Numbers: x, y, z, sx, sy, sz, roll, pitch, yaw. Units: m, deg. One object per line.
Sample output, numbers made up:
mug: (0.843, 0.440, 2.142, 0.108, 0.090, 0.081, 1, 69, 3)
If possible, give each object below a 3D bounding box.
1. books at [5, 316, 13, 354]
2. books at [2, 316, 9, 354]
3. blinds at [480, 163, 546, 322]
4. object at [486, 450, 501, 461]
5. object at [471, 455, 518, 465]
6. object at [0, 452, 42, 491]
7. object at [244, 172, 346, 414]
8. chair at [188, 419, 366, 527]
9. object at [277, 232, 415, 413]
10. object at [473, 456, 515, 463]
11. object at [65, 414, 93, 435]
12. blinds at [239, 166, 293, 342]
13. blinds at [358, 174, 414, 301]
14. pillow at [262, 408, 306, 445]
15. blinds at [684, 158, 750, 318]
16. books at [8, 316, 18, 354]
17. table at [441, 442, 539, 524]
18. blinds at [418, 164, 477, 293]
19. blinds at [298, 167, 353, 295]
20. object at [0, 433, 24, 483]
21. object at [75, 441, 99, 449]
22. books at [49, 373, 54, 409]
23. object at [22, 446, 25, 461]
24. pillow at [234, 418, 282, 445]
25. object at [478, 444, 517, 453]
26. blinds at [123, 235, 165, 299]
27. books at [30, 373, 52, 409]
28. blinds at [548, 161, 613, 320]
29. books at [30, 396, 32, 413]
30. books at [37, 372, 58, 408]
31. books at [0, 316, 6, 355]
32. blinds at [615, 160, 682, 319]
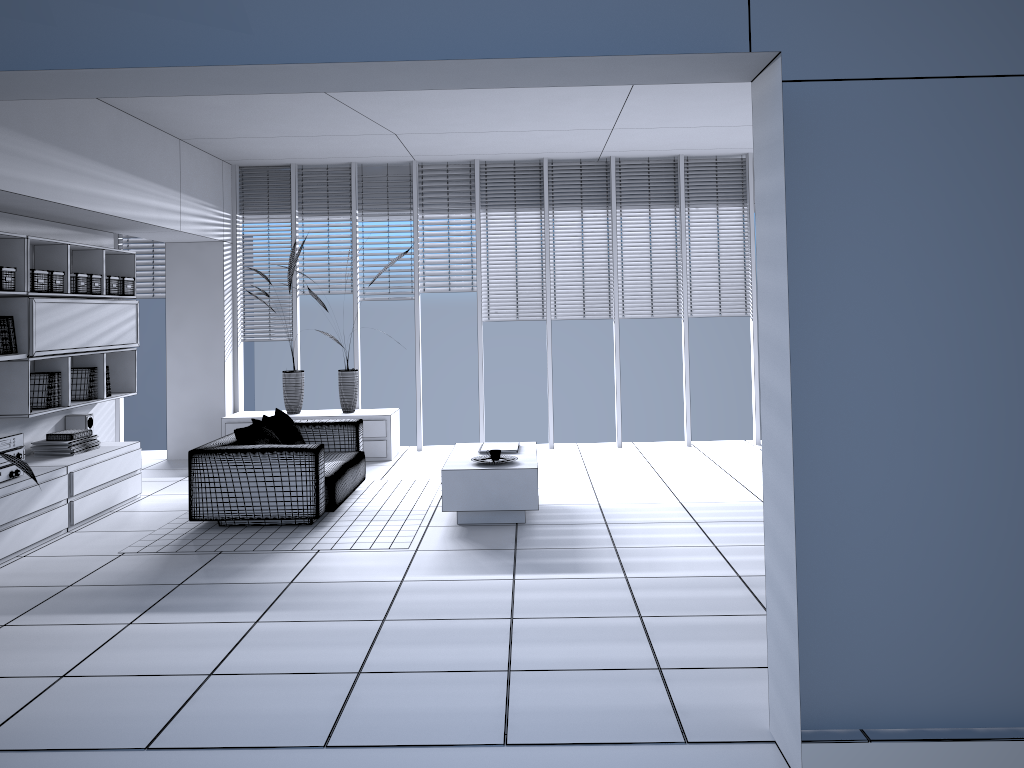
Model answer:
books: (-3.479, -0.326, 5.930, 0.207, 0.258, 0.072, -1, -1, 1)
books: (-3.484, -0.325, 5.898, 0.207, 0.260, 0.074, -1, -1, 1)
blinds: (0.024, -1.515, 9.397, 0.714, 1.693, 0.047, -1, -2, 1)
object: (-0.121, 0.498, 6.152, 0.096, 0.070, 0.084, -2, 2, -18)
object: (-0.122, 0.535, 6.154, 0.329, 0.024, 0.330, 2, 5, 31)
object: (-2.978, 0.308, 4.773, 1.173, 1.587, 0.250, -1, -1, 33)
object: (-2.251, -1.208, 9.159, 1.425, 2.991, 0.494, -1, -1, 30)
chair: (-1.693, 0.639, 6.751, 0.960, 0.552, 1.653, -1, 4, 1)
object: (-1.721, -0.630, 8.807, 1.551, 1.867, 0.691, -1, -1, -4)
object: (-0.123, 0.529, 6.151, 0.217, 0.012, 0.215, -5, 6, -43)
object: (-3.477, 0.362, 7.089, 0.177, 0.232, 0.119, -1, 0, 1)
blinds: (-2.620, -1.398, 9.440, 0.637, 1.885, 0.057, -1, -2, 1)
blinds: (-1.337, -1.569, 9.422, 0.637, 1.358, 0.057, -1, -2, 1)
pillow: (-1.807, 0.406, 7.056, 0.300, 0.398, 0.567, -1, 3, -1)
blinds: (2.171, -1.555, 9.359, 0.714, 1.693, 0.047, -1, -2, 1)
books: (-3.469, -0.332, 5.975, 0.207, 0.258, 0.072, -1, -1, 1)
table: (-0.136, 0.715, 6.504, 0.650, 0.388, 1.204, -1, 4, 1)
blinds: (-0.694, -1.663, 9.415, 0.637, 1.379, 0.039, -1, -2, 1)
blinds: (-1.982, -1.638, 9.436, 0.637, 1.367, 0.051, -1, -2, 1)
object: (-3.286, 0.469, 5.430, 0.347, 0.269, 0.431, -1, 3, 1)
object: (-3.345, 0.462, 6.625, 0.285, 0.008, 0.416, -1, 5, 2)
books: (-3.456, 0.051, 6.428, 0.207, 0.260, 0.074, -1, -1, 0)
object: (-3.495, 0.506, 6.016, 0.177, 0.119, 0.330, -1, 4, 1)
pillow: (-1.817, 0.477, 6.475, 0.340, 0.389, 0.568, -1, 3, -2)
object: (-0.101, 0.488, 6.742, 0.285, 0.008, 0.416, -1, 5, 2)
blinds: (-3.885, -1.607, 9.502, 0.637, 1.379, 0.039, -1, -2, 1)
books: (-3.456, 0.053, 6.397, 0.207, 0.260, 0.074, -1, -1, 1)
blinds: (0.733, -1.529, 9.384, 0.714, 1.693, 0.047, -1, -2, 1)
books: (-3.471, 0.076, 6.157, 0.207, 0.260, 0.074, -1, -1, 2)
books: (-3.458, 0.045, 6.496, 0.207, 0.259, 0.050, -1, -1, 1)
books: (-3.485, -0.323, 5.866, 0.207, 0.260, 0.074, -1, -1, 2)
blinds: (1.453, -1.542, 9.371, 0.714, 1.693, 0.047, -1, -2, 1)
